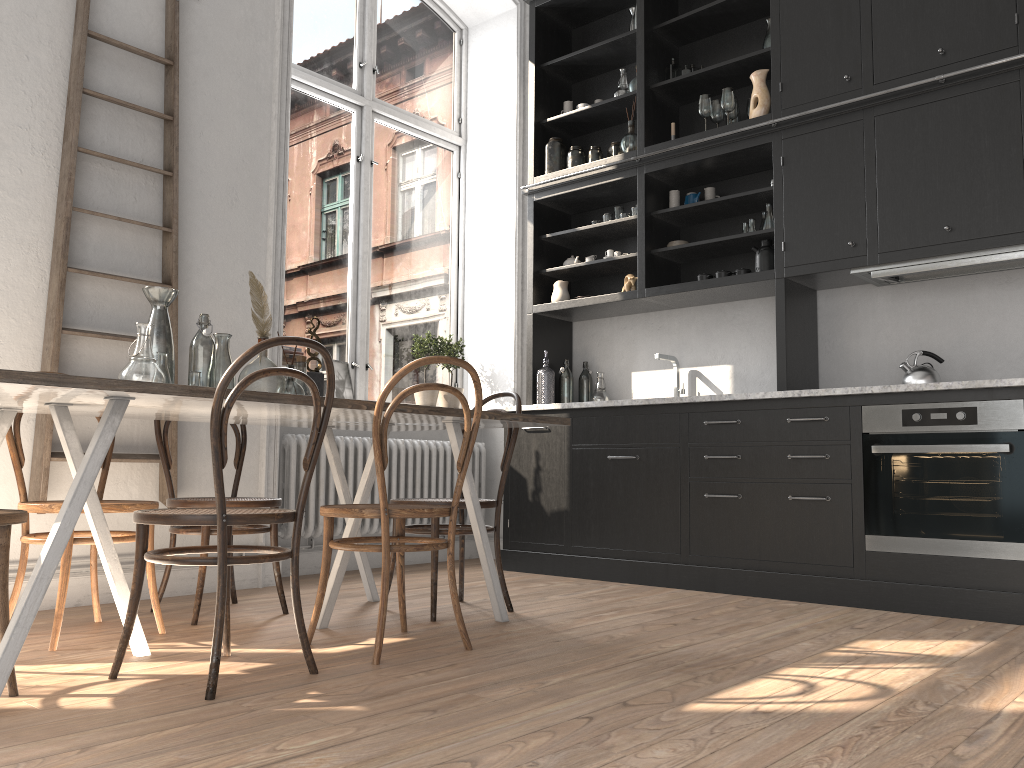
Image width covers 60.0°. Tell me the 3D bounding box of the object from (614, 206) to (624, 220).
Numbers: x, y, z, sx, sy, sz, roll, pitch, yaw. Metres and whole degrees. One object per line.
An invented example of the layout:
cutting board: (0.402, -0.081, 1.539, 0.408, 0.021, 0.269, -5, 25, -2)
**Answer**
object: (0.632, -0.989, 5.241, 0.060, 0.107, 0.060, 3, -6, -21)

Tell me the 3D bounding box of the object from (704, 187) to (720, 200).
object: (1.119, -1.027, 4.962, 0.082, 0.135, 0.059, -2, -6, 24)

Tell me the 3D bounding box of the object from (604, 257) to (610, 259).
object: (0.586, -0.736, 5.264, 0.085, 0.016, 0.085, 2, -6, -18)

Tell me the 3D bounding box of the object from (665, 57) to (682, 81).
object: (0.928, -1.782, 5.100, 0.084, 0.199, 0.065, 3, -6, -27)

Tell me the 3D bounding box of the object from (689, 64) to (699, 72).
object: (1.046, -1.766, 5.143, 0.065, 0.176, 0.084, 3, -6, -27)

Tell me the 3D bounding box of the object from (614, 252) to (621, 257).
object: (0.617, -0.748, 5.211, 0.049, 0.054, 0.039, 3, -6, -23)

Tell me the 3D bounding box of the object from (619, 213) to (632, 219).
object: (0.663, -0.965, 5.175, 0.071, 0.047, 0.072, 2, -6, -11)

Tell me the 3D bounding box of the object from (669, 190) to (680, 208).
object: (0.922, -1.021, 5.029, 0.059, 0.135, 0.082, 0, -5, 9)

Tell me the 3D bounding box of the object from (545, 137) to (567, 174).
object: (0.271, -1.393, 5.478, 0.118, 0.238, 0.118, -2, -6, 26)

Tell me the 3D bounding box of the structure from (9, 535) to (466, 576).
structure: (-1.867, -1.305, 3.911, 0.340, 4.470, 5.184, -4, -7, 41)

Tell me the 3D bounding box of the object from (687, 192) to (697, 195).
object: (1.018, -1.018, 5.057, 0.082, 0.135, 0.059, 3, -6, -21)

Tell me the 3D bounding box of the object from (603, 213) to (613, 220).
object: (0.582, -0.977, 5.373, 0.060, 0.107, 0.060, 0, -5, 9)

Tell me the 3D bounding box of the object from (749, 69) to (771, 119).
object: (1.286, -1.485, 4.600, 0.094, 0.266, 0.116, 1, -5, -7)

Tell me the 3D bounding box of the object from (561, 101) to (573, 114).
object: (0.351, -1.706, 5.599, 0.059, 0.135, 0.082, 3, -6, -21)

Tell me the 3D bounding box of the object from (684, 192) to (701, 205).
object: (1.007, -1.008, 4.948, 0.082, 0.093, 0.140, 0, -6, 6)

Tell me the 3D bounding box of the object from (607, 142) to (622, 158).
object: (0.633, -1.371, 5.386, 0.092, 0.184, 0.092, 4, -6, -34)

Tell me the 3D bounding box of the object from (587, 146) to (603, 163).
object: (0.504, -1.357, 5.370, 0.096, 0.150, 0.097, -2, -6, 29)

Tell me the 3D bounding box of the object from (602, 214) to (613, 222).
object: (0.569, -0.967, 5.277, 0.064, 0.069, 0.064, 1, -5, -1)

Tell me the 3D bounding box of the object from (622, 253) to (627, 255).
object: (0.673, -0.745, 5.218, 0.049, 0.040, 0.056, -1, -6, 14)

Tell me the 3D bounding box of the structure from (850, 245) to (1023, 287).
structure: (2.030, -0.552, 4.035, 0.844, 0.123, 0.379, -4, -7, 41)

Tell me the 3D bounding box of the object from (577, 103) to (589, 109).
object: (0.448, -1.691, 5.546, 0.096, 0.095, 0.096, 2, -6, -15)

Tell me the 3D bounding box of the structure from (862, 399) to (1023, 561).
structure: (1.936, 0.410, 3.839, 0.622, 0.622, 0.618, -4, -7, 41)

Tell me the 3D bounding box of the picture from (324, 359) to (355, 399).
picture: (-1.037, -0.007, 5.195, 0.149, 0.264, 0.222, -2, -6, 24)

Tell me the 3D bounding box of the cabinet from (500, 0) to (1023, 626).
cabinet: (1.357, -0.772, 4.471, 3.251, 3.580, 0.635, -4, -7, 41)

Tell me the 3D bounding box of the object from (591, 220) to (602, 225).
object: (0.509, -0.951, 5.335, 0.071, 0.047, 0.072, 2, -6, -11)

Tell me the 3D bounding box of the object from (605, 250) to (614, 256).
object: (0.582, -0.767, 5.272, 0.039, 0.055, 0.049, 3, -6, -28)

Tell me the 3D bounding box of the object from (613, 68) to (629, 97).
object: (0.669, -1.775, 5.313, 0.132, 0.219, 0.132, -1, -6, 15)

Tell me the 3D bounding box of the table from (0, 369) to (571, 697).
table: (-0.909, 0.464, 2.976, 1.100, 0.779, 2.201, -4, -7, 41)

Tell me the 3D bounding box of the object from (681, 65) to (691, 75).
object: (0.987, -1.750, 5.031, 0.053, 0.124, 0.041, 0, -5, 8)

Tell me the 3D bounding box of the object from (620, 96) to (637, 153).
object: (0.689, -1.485, 5.112, 0.134, 0.357, 0.134, 1, -5, -4)

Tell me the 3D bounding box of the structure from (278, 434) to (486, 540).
structure: (-0.733, 0.594, 5.188, 0.194, 0.552, 1.578, -4, -7, 41)

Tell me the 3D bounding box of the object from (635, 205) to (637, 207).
object: (0.750, -0.993, 5.194, 0.060, 0.107, 0.060, -1, -5, 13)

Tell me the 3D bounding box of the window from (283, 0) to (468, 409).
window: (0.944, -4.950, 12.683, 26.406, 15.923, 14.392, -4, -7, 41)

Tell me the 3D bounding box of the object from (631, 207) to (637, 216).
object: (0.719, -0.981, 5.123, 0.064, 0.069, 0.064, -3, -6, 33)

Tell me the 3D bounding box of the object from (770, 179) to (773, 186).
object: (1.386, -1.046, 4.647, 0.040, 0.116, 0.080, 3, -6, -29)

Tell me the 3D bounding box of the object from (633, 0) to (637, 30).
object: (0.767, -2.203, 5.259, 0.100, 0.330, 0.097, -3, -7, 37)

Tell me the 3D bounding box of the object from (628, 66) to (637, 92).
object: (0.745, -1.845, 5.211, 0.123, 0.340, 0.118, 4, -6, -30)

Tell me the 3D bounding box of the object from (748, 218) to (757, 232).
object: (1.261, -0.818, 4.654, 0.058, 0.094, 0.058, 1, -5, -10)

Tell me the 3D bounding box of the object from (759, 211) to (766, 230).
object: (1.350, -0.840, 4.736, 0.083, 0.158, 0.083, 5, -7, -38)

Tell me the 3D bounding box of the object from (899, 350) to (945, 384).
object: (1.879, -0.063, 4.074, 0.171, 0.185, 0.171, 5, -7, -38)

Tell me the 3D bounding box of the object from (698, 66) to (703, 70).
object: (1.078, -1.748, 5.038, 0.044, 0.121, 0.058, 3, -6, -22)

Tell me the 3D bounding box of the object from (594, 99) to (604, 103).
object: (0.551, -1.709, 5.553, 0.059, 0.135, 0.082, 3, -6, -26)

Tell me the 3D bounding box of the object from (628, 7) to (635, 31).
object: (0.737, -2.145, 5.347, 0.070, 0.231, 0.067, -3, -7, 37)

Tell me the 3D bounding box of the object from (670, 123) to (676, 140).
object: (0.908, -1.397, 4.995, 0.123, 0.161, 0.123, 5, -7, -40)

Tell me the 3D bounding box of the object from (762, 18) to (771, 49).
object: (1.403, -1.837, 4.781, 0.110, 0.254, 0.100, 0, -5, 6)

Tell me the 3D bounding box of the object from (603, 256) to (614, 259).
object: (0.584, -0.743, 5.266, 0.085, 0.016, 0.085, 1, -6, -8)

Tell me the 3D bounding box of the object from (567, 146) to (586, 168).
object: (0.391, -1.359, 5.396, 0.114, 0.155, 0.114, -5, -7, 44)

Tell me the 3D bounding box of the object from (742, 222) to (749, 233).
object: (1.245, -0.811, 4.724, 0.058, 0.094, 0.058, 1, -5, -10)

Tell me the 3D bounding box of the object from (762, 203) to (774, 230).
object: (1.334, -0.854, 4.596, 0.083, 0.158, 0.083, -2, -6, 25)
